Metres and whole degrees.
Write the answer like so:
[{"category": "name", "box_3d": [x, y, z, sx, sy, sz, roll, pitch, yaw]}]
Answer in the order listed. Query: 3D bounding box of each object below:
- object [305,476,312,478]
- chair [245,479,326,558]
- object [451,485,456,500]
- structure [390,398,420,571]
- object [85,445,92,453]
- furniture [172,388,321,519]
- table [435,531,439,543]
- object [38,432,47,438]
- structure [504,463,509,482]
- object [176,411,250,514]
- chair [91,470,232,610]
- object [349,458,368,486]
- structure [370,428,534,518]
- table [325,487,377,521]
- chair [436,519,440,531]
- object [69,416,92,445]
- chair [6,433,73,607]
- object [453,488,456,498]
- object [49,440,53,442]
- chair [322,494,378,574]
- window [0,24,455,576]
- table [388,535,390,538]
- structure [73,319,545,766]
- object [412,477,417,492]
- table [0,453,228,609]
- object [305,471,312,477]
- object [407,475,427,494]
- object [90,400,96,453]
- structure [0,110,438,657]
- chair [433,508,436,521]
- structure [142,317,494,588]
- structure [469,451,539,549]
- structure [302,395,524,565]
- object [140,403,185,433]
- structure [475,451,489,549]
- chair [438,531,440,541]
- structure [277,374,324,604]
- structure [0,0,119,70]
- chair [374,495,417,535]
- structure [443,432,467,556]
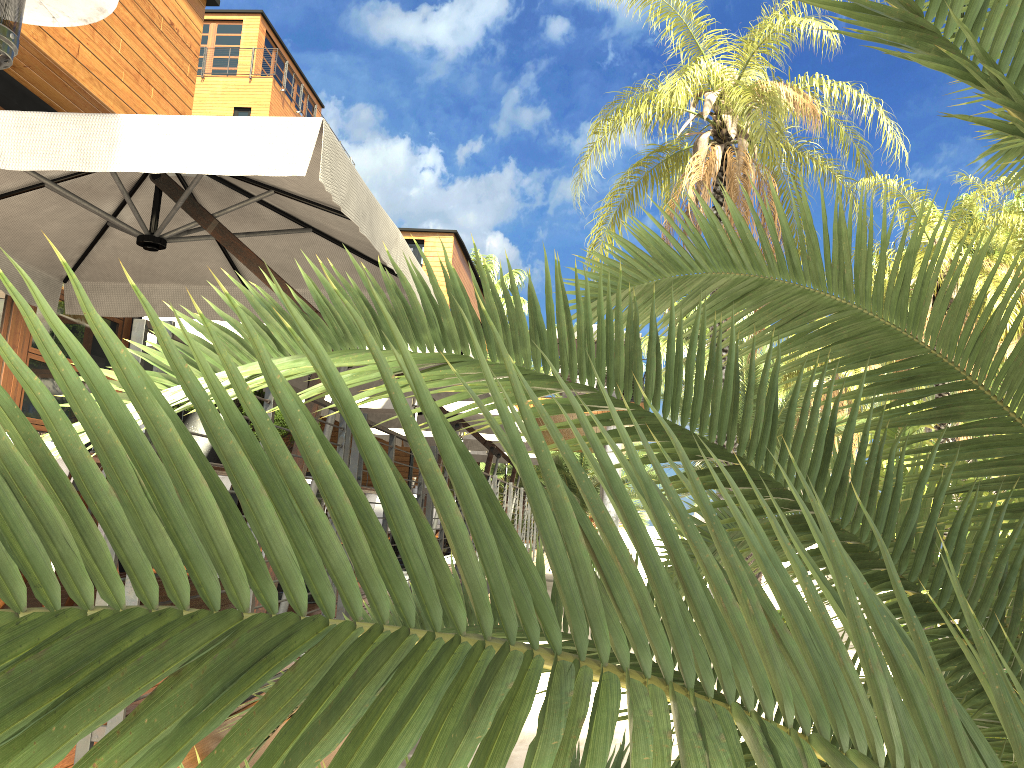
[{"category": "object", "box_3d": [-1.630, 0.781, 7.154, 0.116, 0.065, 0.115, 2, -9, 9]}, {"category": "chair", "box_3d": [-1.690, 1.070, 6.468, 0.627, 0.790, 0.615, 3, -9, 6]}, {"category": "object", "box_3d": [-0.786, 1.741, 13.972, 0.263, 0.265, 0.263, 11, -11, -39]}, {"category": "structure", "box_3d": [-1.025, 0.776, 9.044, 0.699, 2.199, 0.697, 5, -9, -7]}, {"category": "object", "box_3d": [-1.829, 0.284, 3.795, 0.080, 0.042, 0.080, 4, -9, -3]}, {"category": "furniture", "box_3d": [-4.693, 1.206, 15.140, 2.616, 2.731, 2.687, 4, -9, -4]}, {"category": "table", "box_3d": [-1.002, 2.230, 13.900, 0.931, 0.751, 0.929, 3, -9, 5]}, {"category": "object", "box_3d": [-2.038, 0.249, 3.801, 0.086, 0.086, 0.086, 2, -9, 10]}, {"category": "structure", "box_3d": [-0.153, 2.285, 18.879, 0.699, 2.199, 0.697, 5, -9, -7]}, {"category": "object", "box_3d": [-2.941, 0.962, 8.344, 0.768, 1.401, 0.769, 5, -9, -10]}, {"category": "chair", "box_3d": [-1.822, 0.800, 4.696, 0.627, 0.790, 0.615, 3, -9, 6]}, {"category": "object", "box_3d": [-1.373, 0.725, 7.347, 0.263, 0.265, 0.263, 11, -11, -39]}, {"category": "structure", "box_3d": [-0.873, 1.462, 14.059, 2.414, 2.340, 2.406, 3, -9, 5]}, {"category": "table", "box_3d": [-1.592, 1.211, 7.251, 0.931, 0.751, 0.929, 3, -9, 5]}, {"category": "chair", "box_3d": [-1.094, 2.101, 13.190, 0.627, 0.790, 0.615, 3, -9, 6]}, {"category": "object", "box_3d": [-1.969, 0.238, 4.020, 0.168, 0.179, 0.162, 3, -9, 4]}, {"category": "chair", "box_3d": [-1.986, 0.558, 3.127, 0.627, 0.790, 0.615, 3, -9, 6]}, {"category": "object", "box_3d": [-0.878, 1.715, 13.735, 0.082, 0.227, 0.082, 2, -9, 6]}, {"category": "object", "box_3d": [-1.927, 0.267, 3.805, 0.116, 0.065, 0.115, 2, -9, 9]}, {"category": "chair", "box_3d": [-1.530, 1.305, 7.991, 0.627, 0.790, 0.615, 3, -9, 6]}, {"category": "window", "box_3d": [-6.248, -5.598, 22.280, 14.480, 18.017, 38.326, 6, -9, -17]}, {"category": "table", "box_3d": [-1.297, 1.721, 10.575, 0.931, 0.751, 0.929, 3, -9, 5]}, {"category": "structure", "box_3d": [0.267, 2.400, 14.789, 0.163, 1.157, 26.187, 3, -8, 5]}, {"category": "object", "box_3d": [-1.171, 1.208, 10.427, 0.082, 0.227, 0.082, 2, -9, 6]}, {"category": "table", "box_3d": [-1.886, 0.701, 3.926, 0.931, 0.751, 0.929, 3, -9, 5]}, {"category": "object", "box_3d": [-1.672, 0.752, 7.368, 0.168, 0.179, 0.162, 3, -9, 4]}, {"category": "object", "box_3d": [-1.079, 1.234, 10.665, 0.263, 0.265, 0.263, 11, -11, -39]}, {"category": "object", "box_3d": [-1.762, 0.186, 3.761, 0.082, 0.227, 0.082, 2, -9, 6]}, {"category": "structure", "box_3d": [-1.754, -0.063, 4.113, 2.414, 2.340, 2.406, 3, -9, 5]}, {"category": "chair", "box_3d": [-1.226, 1.831, 11.416, 0.627, 0.790, 0.615, 3, -9, 6]}, {"category": "structure", "box_3d": [-1.460, 0.445, 7.428, 2.414, 2.340, 2.406, 3, -9, 5]}, {"category": "structure", "box_3d": [-0.579, 1.971, 17.374, 2.414, 2.340, 2.406, 3, -9, 5]}, {"category": "structure", "box_3d": [-1.167, 0.954, 10.744, 2.414, 2.340, 2.406, 3, -9, 5]}, {"category": "object", "box_3d": [-1.670, 0.211, 3.998, 0.263, 0.265, 0.263, 11, -11, -39]}, {"category": "structure", "box_3d": [-0.445, 1.781, 15.593, 0.699, 2.199, 0.697, 5, -9, -7]}, {"category": "chair", "box_3d": [-0.934, 2.336, 14.712, 0.627, 0.790, 0.615, 3, -9, 6]}, {"category": "structure", "box_3d": [-1.321, 0.265, 5.708, 0.699, 2.199, 0.697, 5, -9, -7]}, {"category": "structure", "box_3d": [-1.608, -0.233, 2.462, 0.699, 2.199, 0.697, 5, -9, -7]}, {"category": "chair", "box_3d": [-1.391, 1.587, 9.835, 0.627, 0.790, 0.615, 3, -9, 6]}, {"category": "structure", "box_3d": [-0.735, 1.278, 12.313, 0.699, 2.199, 0.697, 5, -9, -7]}]
